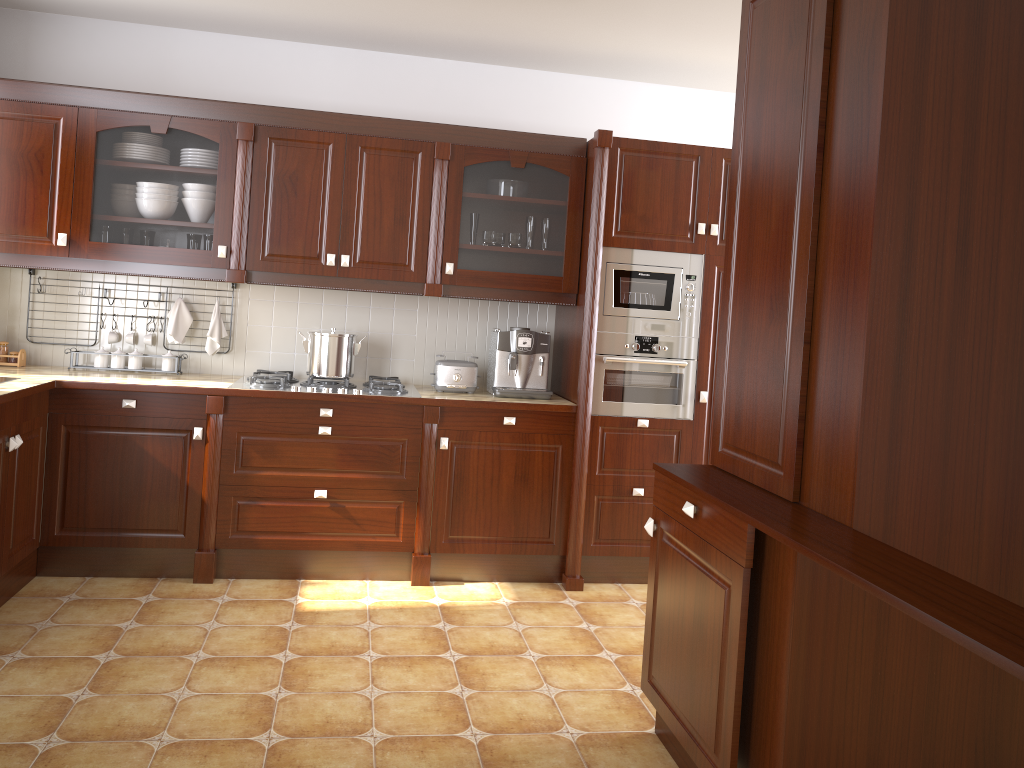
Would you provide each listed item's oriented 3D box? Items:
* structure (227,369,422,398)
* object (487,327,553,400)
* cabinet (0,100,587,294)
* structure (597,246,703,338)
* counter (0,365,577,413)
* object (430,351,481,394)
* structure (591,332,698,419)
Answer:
[{"bbox_3d":[-0.837,-0.008,4.032,0.815,0.046,0.593,3,5,-10],"label":"structure"},{"bbox_3d":[0.041,-0.105,4.200,0.274,0.321,0.324,3,3,-10],"label":"object"},{"bbox_3d":[-0.926,-0.758,3.180,2.778,0.778,1.374,3,4,-10],"label":"cabinet"},{"bbox_3d":[0.601,-0.431,4.177,0.494,0.385,0.317,3,2,-10],"label":"structure"},{"bbox_3d":[-1.018,0.069,3.383,2.780,0.032,1.832,3,5,-10],"label":"counter"},{"bbox_3d":[-0.263,-0.056,4.157,0.243,0.188,0.141,3,2,-9],"label":"object"},{"bbox_3d":[0.603,-0.036,4.023,0.494,0.375,0.041,3,0,-10],"label":"structure"}]
